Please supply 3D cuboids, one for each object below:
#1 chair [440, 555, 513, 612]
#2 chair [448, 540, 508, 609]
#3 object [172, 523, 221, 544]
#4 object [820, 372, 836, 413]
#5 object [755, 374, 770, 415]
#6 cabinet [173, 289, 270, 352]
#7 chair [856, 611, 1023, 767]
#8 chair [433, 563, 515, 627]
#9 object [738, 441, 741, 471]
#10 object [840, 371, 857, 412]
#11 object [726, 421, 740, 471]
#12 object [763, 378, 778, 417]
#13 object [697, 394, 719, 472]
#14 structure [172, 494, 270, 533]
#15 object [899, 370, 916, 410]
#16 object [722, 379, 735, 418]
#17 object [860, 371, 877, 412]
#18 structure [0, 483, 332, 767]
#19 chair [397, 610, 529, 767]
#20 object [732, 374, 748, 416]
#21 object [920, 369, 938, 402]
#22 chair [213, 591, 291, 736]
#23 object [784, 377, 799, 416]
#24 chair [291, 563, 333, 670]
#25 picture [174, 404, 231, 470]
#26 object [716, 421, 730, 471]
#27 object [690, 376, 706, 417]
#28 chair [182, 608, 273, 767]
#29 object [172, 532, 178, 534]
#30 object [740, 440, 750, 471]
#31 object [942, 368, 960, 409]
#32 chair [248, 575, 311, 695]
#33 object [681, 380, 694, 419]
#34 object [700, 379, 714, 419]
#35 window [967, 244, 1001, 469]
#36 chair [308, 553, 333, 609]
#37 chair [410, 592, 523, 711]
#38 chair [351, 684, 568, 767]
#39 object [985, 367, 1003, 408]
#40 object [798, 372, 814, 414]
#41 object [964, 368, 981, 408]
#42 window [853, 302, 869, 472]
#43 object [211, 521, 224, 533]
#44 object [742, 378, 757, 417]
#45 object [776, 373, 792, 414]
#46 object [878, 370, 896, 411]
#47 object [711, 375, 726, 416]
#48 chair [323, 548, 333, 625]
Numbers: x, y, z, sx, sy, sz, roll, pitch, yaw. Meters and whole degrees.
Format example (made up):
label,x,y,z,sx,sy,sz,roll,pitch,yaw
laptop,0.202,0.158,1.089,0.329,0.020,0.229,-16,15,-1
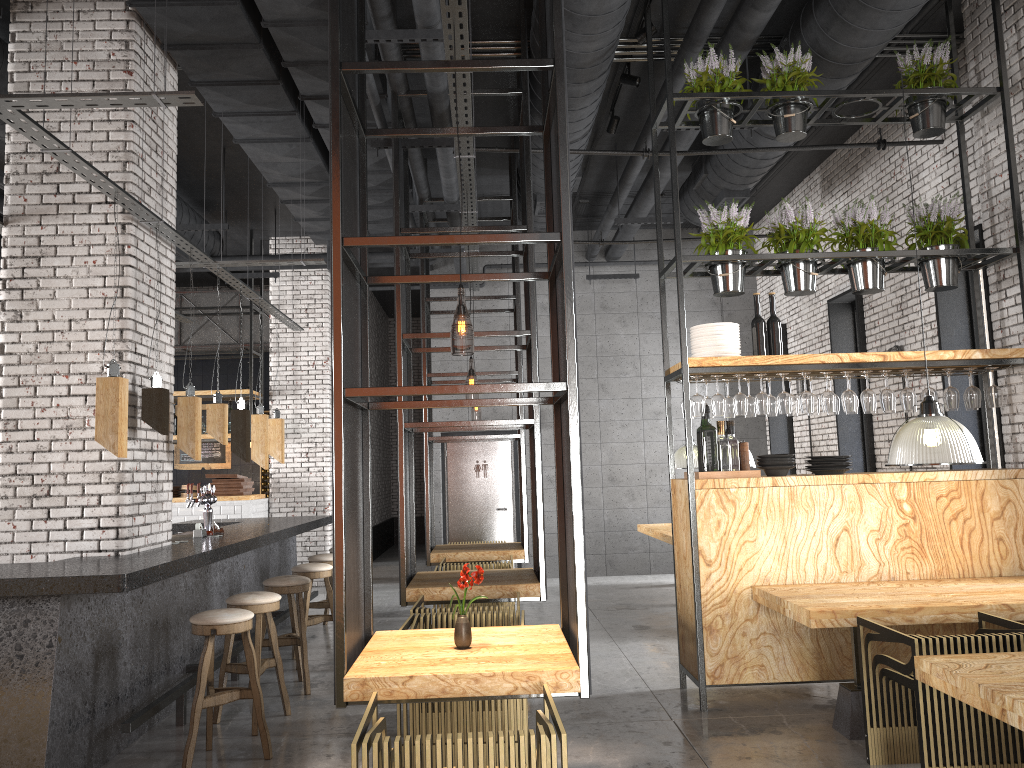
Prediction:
label,x,y,z,sx,sy,sz,roll,pitch,yaw
chair,-0.307,1.968,8.072,0.657,0.732,0.637,-2,-6,-1
chair,-0.376,2.144,9.853,0.657,0.732,0.637,-2,-6,-2
object,-2.381,1.116,6.670,0.200,0.106,0.765,-2,-6,-2
object,2.104,0.056,5.910,0.101,0.268,0.101,-6,-8,35
object,1.662,0.069,5.896,0.101,0.268,0.101,-6,-8,35
cabinet,-6.421,-0.588,14.771,5.863,1.773,0.680,-2,-7,-2
chair,2.106,1.512,4.202,0.657,0.732,0.637,-2,-6,-1
chair,-0.306,1.896,7.332,0.657,0.732,0.637,-2,-6,-2
object,1.558,0.510,6.021,0.056,0.249,0.056,-1,-7,-9
object,2.244,0.052,5.914,0.101,0.268,0.101,-6,-8,35
object,1.476,0.431,5.951,0.070,0.368,0.107,-2,-7,-3
object,1.802,0.093,6.185,0.101,0.268,0.101,-6,-8,35
object,1.305,0.341,5.942,0.106,0.555,0.156,-2,-7,-3
structure,-6.294,2.272,12.063,5.800,1.349,1.507,-2,-6,-2
object,2.641,0.041,5.926,0.101,0.268,0.101,-6,-8,35
object,1.507,0.101,6.175,0.101,0.268,0.101,-6,-8,35
object,2.375,0.048,5.918,0.101,0.268,0.101,-6,-8,35
structure,-4.094,1.613,7.078,4.310,1.537,5.863,-2,-6,-2
chair,-0.244,1.640,4.735,0.657,0.732,0.637,-2,-6,1
object,1.515,0.073,5.891,0.101,0.268,0.101,-6,-8,35
object,2.788,0.036,5.931,0.101,0.268,0.101,-5,-8,29
chair,-1.627,1.717,5.522,0.480,0.807,0.438,0,-7,-13
object,1.949,0.089,6.189,0.101,0.268,0.101,-6,-8,35
chair,-1.605,1.894,7.347,0.439,0.807,0.479,0,-7,-13
picture,-5.399,0.925,15.492,0.980,1.145,0.020,-2,-7,-2
object,1.410,0.433,5.948,0.070,0.368,0.107,-2,-7,-3
object,1.230,0.082,5.882,0.101,0.268,0.101,-6,-8,35
chair,-1.605,1.657,4.919,0.480,0.807,0.438,2,-7,-28
object,-3.771,2.059,9.467,0.399,1.037,0.397,-6,-8,33
object,1.560,0.501,5.935,0.056,0.249,0.056,-1,-7,-9
object,2.936,0.032,5.935,0.101,0.268,0.101,-5,-8,29
chair,-1.616,1.803,6.409,0.480,0.807,0.438,4,-9,-43
object,1.222,0.110,6.166,0.101,0.268,0.101,-6,-8,35
object,1.360,0.106,6.171,0.101,0.268,0.101,-6,-8,35
window,3.984,0.125,7.285,0.365,2.705,0.747,-2,-7,-2
chair,-1.770,1.986,8.236,0.439,0.807,0.479,-2,-6,-3
chair,-0.266,1.716,5.503,0.657,0.732,0.637,-2,-6,0
chair,-0.164,1.462,2.941,0.657,0.732,0.637,-1,-6,-3
object,3.230,0.023,5.945,0.101,0.268,0.101,-5,-8,29
object,1.957,0.061,5.905,0.101,0.268,0.101,-6,-8,35
object,3.083,0.028,5.940,0.101,0.268,0.101,-5,-8,29
window,3.918,0.360,9.668,0.365,2.705,0.747,-2,-7,-2
object,-2.489,1.207,7.487,0.091,0.091,0.177,1,-7,-27
object,1.655,0.097,6.180,0.101,0.268,0.101,-6,-8,35
object,1.810,0.065,5.900,0.101,0.268,0.101,-6,-8,35
object,2.503,0.045,5.922,0.101,0.268,0.101,-6,-8,35
object,1.368,0.078,5.887,0.101,0.268,0.101,-6,-8,35
chair,-1.658,2.069,9.126,0.438,0.807,0.479,2,-8,-33
